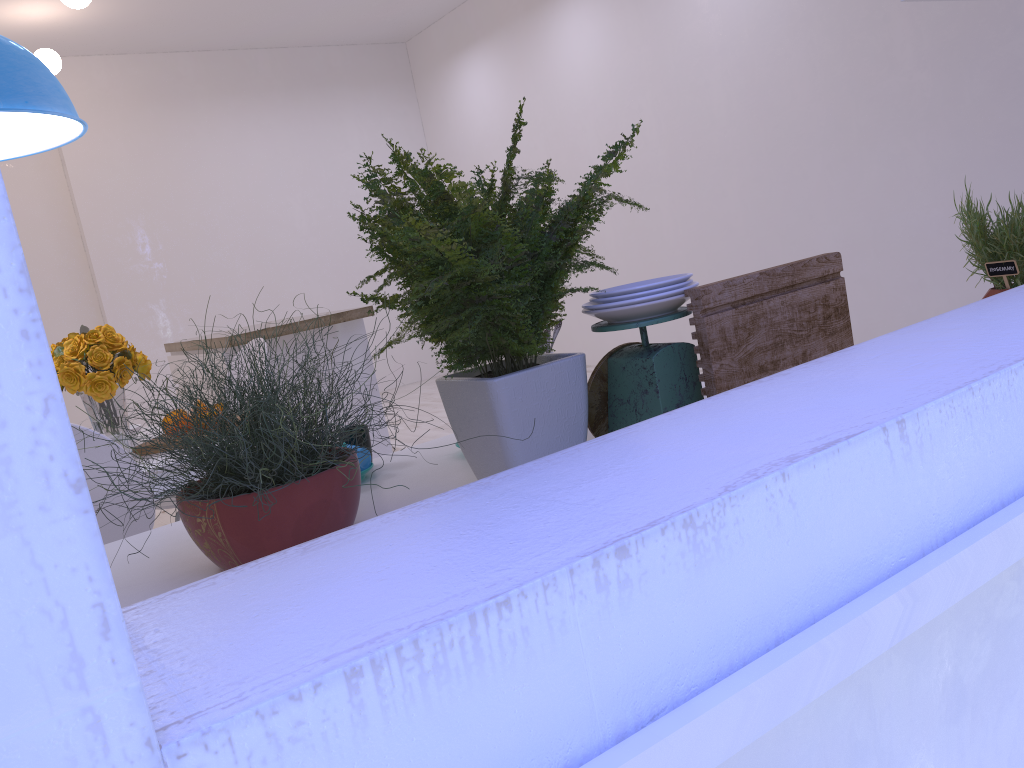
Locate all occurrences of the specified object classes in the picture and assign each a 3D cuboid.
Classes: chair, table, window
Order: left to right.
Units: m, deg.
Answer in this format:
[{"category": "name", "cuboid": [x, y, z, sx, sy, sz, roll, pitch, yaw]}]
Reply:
[{"category": "table", "cuboid": [-1.193, 0.535, 2.403, 1.140, 0.629, 1.140, -12, 8, -4]}, {"category": "chair", "cuboid": [-0.788, 0.428, 1.834, 0.604, 0.845, 0.483, -9, 8, 13]}, {"category": "chair", "cuboid": [-0.903, 0.323, 2.706, 0.483, 0.845, 0.604, -17, 10, -32]}, {"category": "table", "cuboid": [-0.066, 0.466, 1.371, 1.514, 0.619, 0.736, -17, 10, -32]}, {"category": "window", "cuboid": [0.096, -0.760, 0.534, 1.234, 1.782, 0.181, -17, 10, -32]}]

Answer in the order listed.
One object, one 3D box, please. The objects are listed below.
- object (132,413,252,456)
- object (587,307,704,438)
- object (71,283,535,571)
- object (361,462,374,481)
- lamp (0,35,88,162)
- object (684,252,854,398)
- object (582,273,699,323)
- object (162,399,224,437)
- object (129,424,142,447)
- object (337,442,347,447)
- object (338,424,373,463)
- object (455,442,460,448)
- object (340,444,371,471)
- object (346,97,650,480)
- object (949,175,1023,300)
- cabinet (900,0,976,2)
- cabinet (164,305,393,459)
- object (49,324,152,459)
[{"category": "object", "cuboid": [-0.838, 0.127, 2.403, 0.224, 0.024, 0.347, -10, 8, 7]}, {"category": "object", "cuboid": [0.192, 0.007, 1.249, 0.159, 0.208, 0.185, -17, 10, -32]}, {"category": "object", "cuboid": [-0.344, 0.064, 1.150, 0.668, 0.367, 0.531, -12, 8, -8]}, {"category": "object", "cuboid": [-0.295, 0.160, 1.520, 0.121, 0.021, 0.121, -10, 8, 8]}, {"category": "lamp", "cuboid": [-1.409, -1.461, 1.775, 0.568, 1.948, 0.568, -11, 8, 2]}, {"category": "object", "cuboid": [0.374, -0.043, 1.241, 0.294, 0.237, 0.028, -17, 10, -32]}, {"category": "object", "cuboid": [0.177, -0.117, 1.225, 0.164, 0.047, 0.163, -9, 9, 17]}, {"category": "object", "cuboid": [-0.827, 0.078, 2.380, 0.129, 0.075, 0.285, -11, 8, 4]}, {"category": "object", "cuboid": [-1.104, 0.156, 2.471, 0.147, 0.052, 0.147, -10, 8, 10]}, {"category": "object", "cuboid": [-0.314, 0.134, 1.497, 0.082, 0.059, 0.069, -6, 10, 35]}, {"category": "object", "cuboid": [-0.280, 0.116, 1.605, 0.055, 0.077, 0.070, -12, 8, -7]}, {"category": "object", "cuboid": [-0.042, 0.086, 1.556, 0.121, 0.055, 0.121, -10, 8, 8]}, {"category": "object", "cuboid": [-0.290, 0.131, 1.527, 0.080, 0.058, 0.069, -7, 9, 30]}, {"category": "object", "cuboid": [-0.020, -0.116, 1.246, 0.438, 0.527, 0.368, -17, 10, -32]}, {"category": "object", "cuboid": [1.048, -0.271, 1.872, 0.196, 0.367, 0.186, -10, 8, 12]}, {"category": "cabinet", "cuboid": [0.972, -1.391, 1.508, 0.823, 1.311, 0.425, -17, 10, -32]}, {"category": "cabinet", "cuboid": [-1.123, 0.131, 4.309, 0.654, 0.842, 1.167, -17, 10, -32]}, {"category": "object", "cuboid": [-1.028, 0.024, 2.218, 0.235, 0.351, 0.234, -8, 9, 22]}]
